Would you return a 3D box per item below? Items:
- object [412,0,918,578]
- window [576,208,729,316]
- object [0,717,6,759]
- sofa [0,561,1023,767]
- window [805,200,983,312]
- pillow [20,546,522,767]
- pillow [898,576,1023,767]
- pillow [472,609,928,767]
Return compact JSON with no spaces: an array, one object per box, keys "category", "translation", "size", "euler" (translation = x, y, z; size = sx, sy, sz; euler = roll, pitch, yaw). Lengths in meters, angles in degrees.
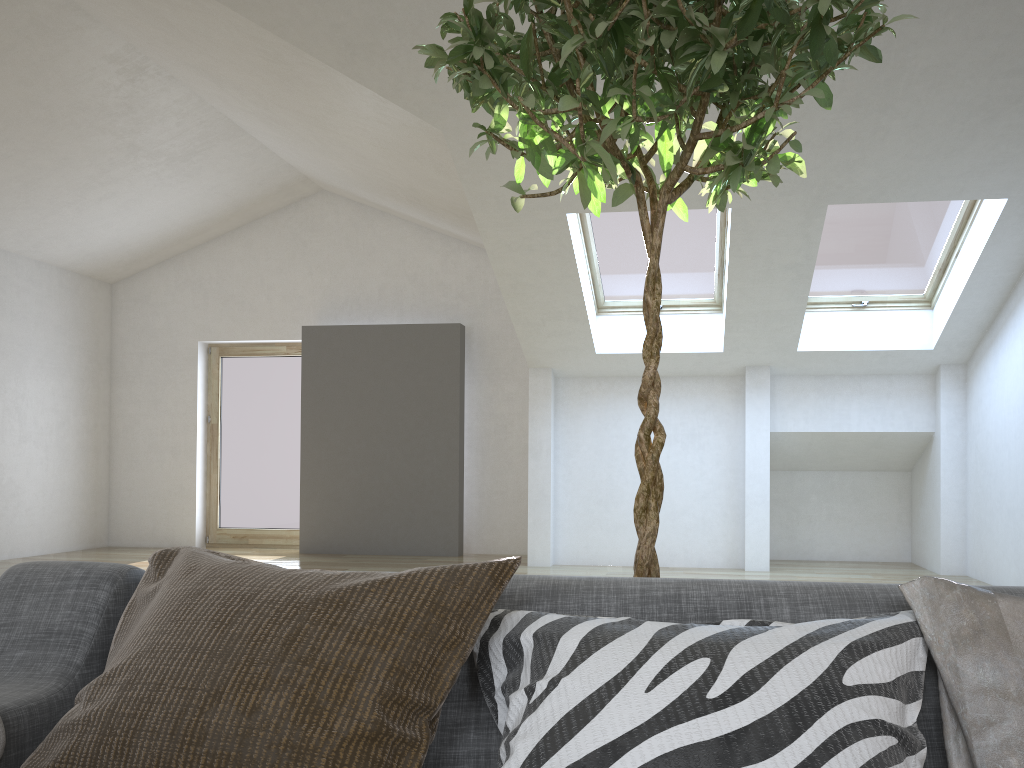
[{"category":"object","translation":[0.235,-0.031,1.581],"size":[0.825,2.016,0.790],"euler":[1,-2,-12]},{"category":"window","translation":[1.074,-0.942,6.652],"size":[1.504,0.727,1.869],"euler":[0,-5,10]},{"category":"object","translation":[-0.785,0.533,0.844],"size":[0.364,0.418,0.473],"euler":[0,-4,13]},{"category":"sofa","translation":[0.399,0.562,0.795],"size":[2.517,0.682,1.006],"euler":[0,-4,9]},{"category":"window","translation":[2.679,-0.954,6.424],"size":[1.504,0.727,1.869],"euler":[0,-5,10]},{"category":"pillow","translation":[-0.318,0.379,1.075],"size":[0.586,0.337,0.305],"euler":[-1,-3,19]},{"category":"pillow","translation":[0.759,0.379,0.924],"size":[0.656,0.318,0.258],"euler":[0,-3,9]},{"category":"pillow","translation":[0.193,0.403,0.958],"size":[0.573,0.283,0.351],"euler":[0,-4,9]}]
